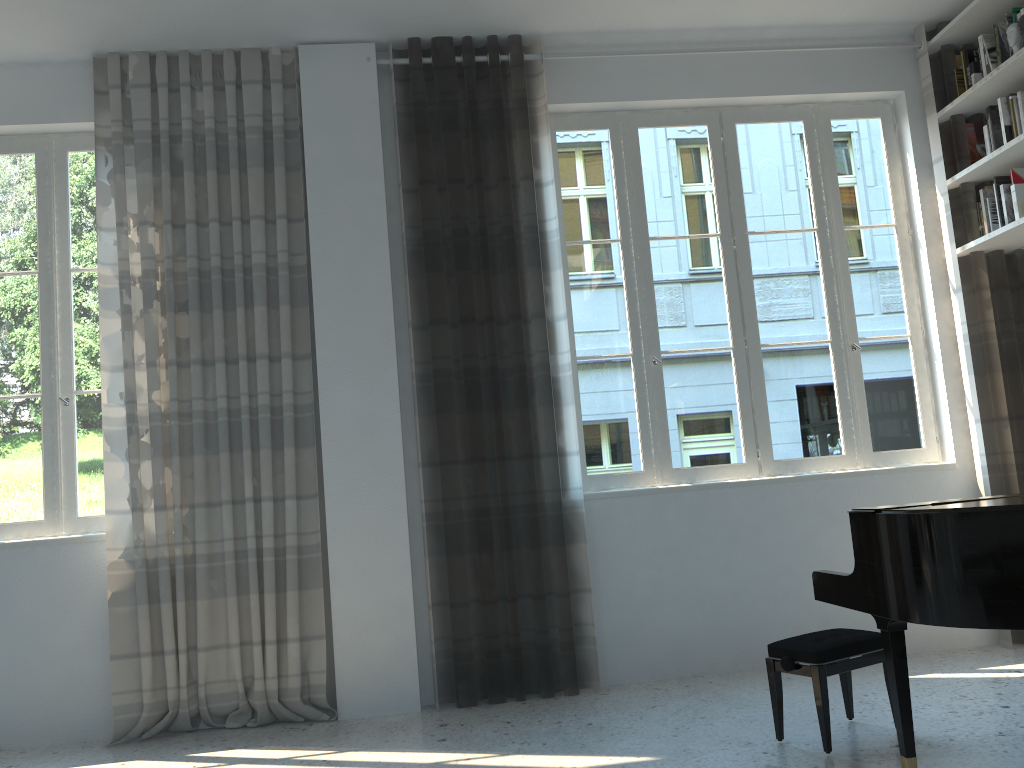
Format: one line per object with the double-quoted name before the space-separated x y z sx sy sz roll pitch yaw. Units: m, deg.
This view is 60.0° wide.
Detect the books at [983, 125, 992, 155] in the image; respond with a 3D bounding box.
"books" 2.481 -1.204 4.485 0.166 0.217 0.034 -4 -6 -6

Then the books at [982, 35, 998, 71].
"books" 2.439 -1.608 4.372 0.190 0.262 0.057 -4 -6 -6

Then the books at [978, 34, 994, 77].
"books" 2.448 -1.611 4.437 0.189 0.283 0.028 -4 -6 -6

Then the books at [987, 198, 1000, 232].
"books" 2.500 -0.837 4.482 0.181 0.220 0.010 -4 -6 -6

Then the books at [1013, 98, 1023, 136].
"books" 2.494 -1.250 4.235 0.173 0.243 0.022 -4 -6 -6

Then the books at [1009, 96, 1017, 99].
"books" 2.490 -1.258 4.265 0.162 0.268 0.013 -4 -6 -6

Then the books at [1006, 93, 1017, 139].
"books" 2.495 -1.267 4.292 0.155 0.291 0.037 -4 -6 -6

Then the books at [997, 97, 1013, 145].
"books" 2.473 -1.259 4.318 0.179 0.285 0.021 -4 -6 -6

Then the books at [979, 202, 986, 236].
"books" 2.493 -0.828 4.557 0.162 0.222 0.013 -4 -6 -6

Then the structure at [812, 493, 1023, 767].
"structure" 1.743 0.642 2.008 1.334 0.831 1.921 -4 -7 -6

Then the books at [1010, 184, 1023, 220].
"books" 2.510 -0.860 4.267 0.187 0.211 0.029 -4 -6 -6

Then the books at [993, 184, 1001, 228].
"books" 2.510 -0.874 4.441 0.156 0.281 0.022 -4 -6 -6

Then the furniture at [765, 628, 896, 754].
"furniture" 1.145 1.067 3.154 0.467 0.353 0.240 -1 -8 -31

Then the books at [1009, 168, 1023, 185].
"books" 2.518 -0.902 4.294 0.179 0.298 0.013 -4 -6 -6

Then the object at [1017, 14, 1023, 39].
"object" 2.357 -1.596 4.051 0.068 0.197 0.067 -9 -8 36

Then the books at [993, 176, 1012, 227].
"books" 2.493 -0.887 4.388 0.187 0.296 0.013 -4 -6 -6

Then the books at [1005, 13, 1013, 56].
"books" 2.467 -1.644 4.273 0.145 0.304 0.014 -4 -6 -6

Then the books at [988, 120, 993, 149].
"books" 2.475 -1.217 4.421 0.171 0.228 0.023 -4 -6 -6

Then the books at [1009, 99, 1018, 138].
"books" 2.492 -1.250 4.251 0.192 0.248 0.012 -4 -6 -6

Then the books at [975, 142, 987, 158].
"books" 2.486 -1.174 4.561 0.129 0.175 0.122 -4 -7 -6

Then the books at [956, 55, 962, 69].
"books" 2.430 -1.591 4.685 0.180 0.307 0.012 -4 -6 -6

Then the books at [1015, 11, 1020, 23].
"books" 2.481 -1.639 4.206 0.158 0.275 0.013 -4 -6 -6

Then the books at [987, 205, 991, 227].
"books" 2.507 -0.824 4.501 0.160 0.197 0.029 -4 -6 -6

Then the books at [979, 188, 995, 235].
"books" 2.493 -0.862 4.530 0.170 0.281 0.023 -4 -6 -6

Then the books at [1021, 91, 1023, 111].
"books" 2.497 -1.261 4.174 0.165 0.250 0.030 -4 -6 -6

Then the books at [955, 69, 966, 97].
"books" 2.422 -1.550 4.654 0.188 0.219 0.014 -4 -6 -6

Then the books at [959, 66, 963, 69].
"books" 2.447 -1.561 4.670 0.151 0.241 0.011 -4 -6 -6

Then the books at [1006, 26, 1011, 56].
"books" 2.481 -1.619 4.294 0.130 0.257 0.030 -4 -6 -6

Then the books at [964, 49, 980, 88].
"books" 2.430 -1.588 4.553 0.177 0.269 0.025 -4 -6 -6

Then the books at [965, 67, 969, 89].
"books" 2.436 -1.549 4.574 0.167 0.194 0.024 -4 -6 -6

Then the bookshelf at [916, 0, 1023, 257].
"bookshelf" 2.764 -0.652 1.521 0.330 3.138 6.306 -4 -7 -6

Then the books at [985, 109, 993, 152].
"books" 2.482 -1.246 4.467 0.162 0.296 0.012 -4 -6 -6

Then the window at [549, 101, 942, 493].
"window" 1.196 -0.499 4.637 1.982 2.006 0.073 -4 -6 -6

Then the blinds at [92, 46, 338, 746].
"blinds" -1.427 -0.061 4.165 1.026 3.257 0.183 -4 -6 -6

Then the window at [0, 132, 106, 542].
"window" 4.505 -6.092 21.544 18.530 18.514 32.852 -5 -7 -2

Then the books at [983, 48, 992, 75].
"books" 2.445 -1.576 4.403 0.175 0.206 0.030 -4 -6 -6

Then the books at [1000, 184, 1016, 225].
"books" 2.495 -0.864 4.334 0.188 0.236 0.021 -4 -6 -6

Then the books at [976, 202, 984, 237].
"books" 2.491 -0.829 4.571 0.179 0.227 0.013 -4 -6 -6

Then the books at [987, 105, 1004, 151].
"books" 2.470 -1.246 4.401 0.186 0.282 0.023 -4 -6 -6

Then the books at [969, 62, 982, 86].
"books" 2.436 -1.551 4.523 0.182 0.186 0.028 -4 -6 -6

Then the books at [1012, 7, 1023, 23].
"books" 2.479 -1.652 4.253 0.129 0.314 0.029 -4 -6 -6

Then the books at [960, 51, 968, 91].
"books" 2.427 -1.591 4.598 0.175 0.285 0.014 -4 -6 -6

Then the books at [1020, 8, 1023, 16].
"books" 2.483 -1.636 4.142 0.179 0.253 0.021 -4 -6 -6

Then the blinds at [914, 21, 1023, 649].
"blinds" 2.667 -0.330 4.583 0.776 3.226 0.140 -4 -6 -6

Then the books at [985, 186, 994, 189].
"books" 2.514 -0.871 4.551 0.135 0.302 0.013 -4 -6 -6

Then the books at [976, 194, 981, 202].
"books" 2.477 -0.849 4.584 0.188 0.272 0.011 -4 -6 -6

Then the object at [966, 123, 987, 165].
"object" 2.457 -1.223 4.631 0.176 0.295 0.035 -4 -6 -6

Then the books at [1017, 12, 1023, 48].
"books" 2.472 -1.627 4.164 0.167 0.243 0.025 -4 -6 -6

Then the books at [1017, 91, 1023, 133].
"books" 2.494 -1.262 4.202 0.167 0.260 0.025 -4 -6 -6

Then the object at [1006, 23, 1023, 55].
"object" 2.349 -1.585 4.131 0.068 0.197 0.067 -9 -8 36

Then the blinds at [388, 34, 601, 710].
"blinds" -0.104 -0.135 4.302 0.776 3.226 0.140 -4 -6 -6

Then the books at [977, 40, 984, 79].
"books" 2.446 -1.605 4.479 0.160 0.281 0.010 -4 -6 -6

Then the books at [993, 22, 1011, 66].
"books" 2.458 -1.625 4.327 0.181 0.282 0.039 -4 -6 -6
